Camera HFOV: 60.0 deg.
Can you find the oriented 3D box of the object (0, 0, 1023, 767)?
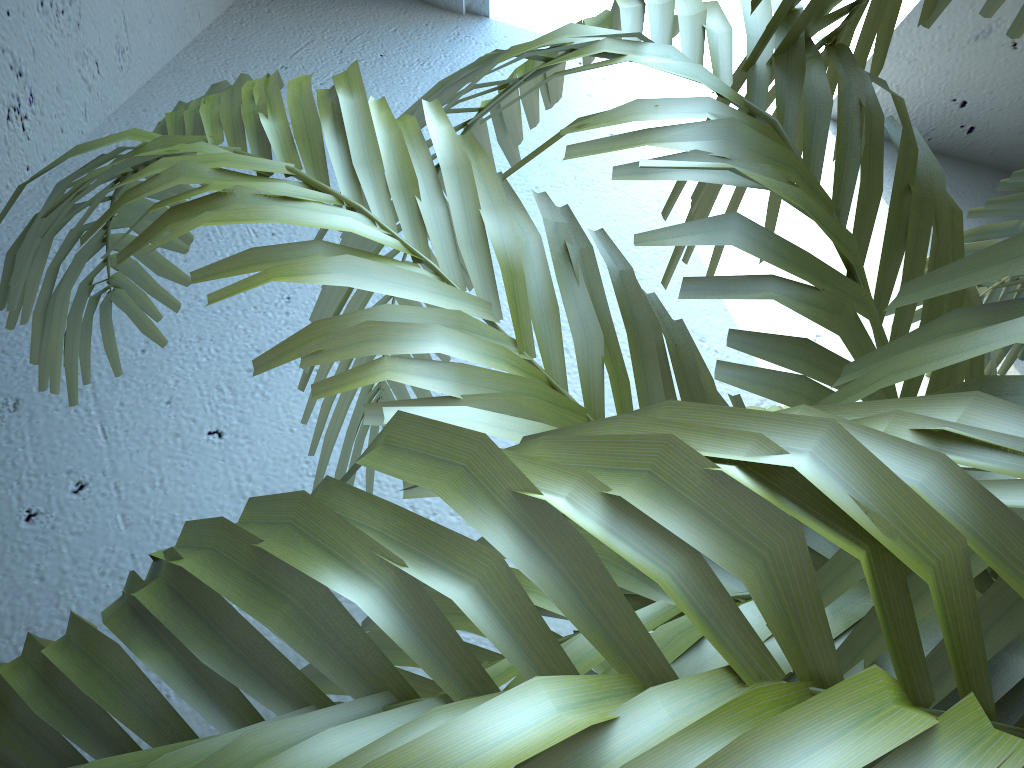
[{"bbox_3d":[0.258,0.226,0.327,1.112,0.893,1.132,0,49,-14],"label":"object"}]
